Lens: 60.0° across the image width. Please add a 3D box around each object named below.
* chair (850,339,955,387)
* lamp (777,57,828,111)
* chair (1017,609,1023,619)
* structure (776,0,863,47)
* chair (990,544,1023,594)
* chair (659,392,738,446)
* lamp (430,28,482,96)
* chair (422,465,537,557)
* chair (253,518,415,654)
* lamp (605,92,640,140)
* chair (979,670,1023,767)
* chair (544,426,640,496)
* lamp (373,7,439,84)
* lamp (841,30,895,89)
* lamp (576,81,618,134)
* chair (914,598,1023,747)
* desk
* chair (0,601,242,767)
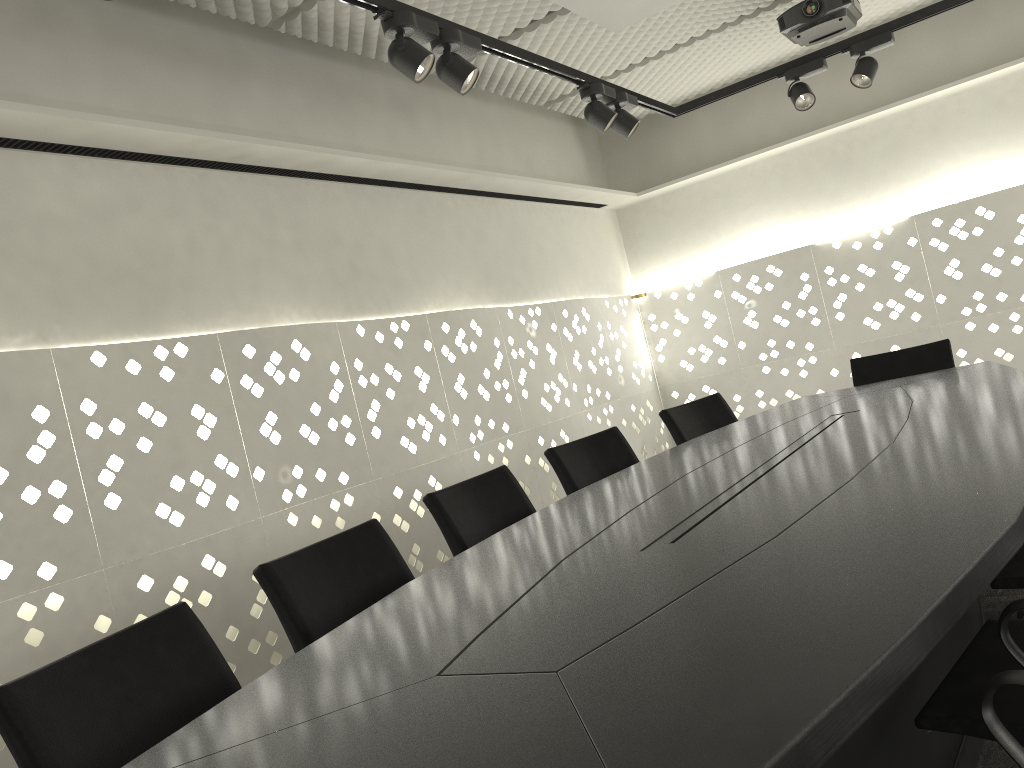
[{"bbox_3d":[1.685,0.236,3.700,0.559,0.757,0.579,-14,0,37],"label":"chair"},{"bbox_3d":[1.288,-1.323,3.911,0.213,0.224,0.126,-14,0,35],"label":"lamp"},{"bbox_3d":[1.605,0.251,2.391,0.579,0.757,0.559,-14,0,32],"label":"chair"},{"bbox_3d":[1.443,-1.707,4.145,0.327,0.144,0.371,-14,0,32],"label":"structure"},{"bbox_3d":[1.288,0.326,1.805,0.579,0.757,0.559,-14,0,37],"label":"chair"},{"bbox_3d":[0.989,0.404,3.612,0.559,0.757,0.579,-13,0,-38],"label":"chair"},{"bbox_3d":[-0.160,-0.977,2.669,0.126,0.224,0.213,-14,0,35],"label":"lamp"},{"bbox_3d":[0.130,0.608,2.560,0.579,0.757,0.559,-14,0,37],"label":"chair"},{"bbox_3d":[-0.164,0.677,1.934,0.579,0.757,0.559,-14,0,32],"label":"chair"},{"bbox_3d":[0.468,-1.126,3.690,0.126,0.224,0.213,-14,0,35],"label":"lamp"},{"bbox_3d":[0.464,0.522,0.733,0.559,0.757,0.579,-13,0,-38],"label":"chair"},{"bbox_3d":[0.499,0.521,3.073,0.559,0.757,0.579,-13,0,-43],"label":"chair"},{"bbox_3d":[-0.276,-0.950,2.481,0.126,0.224,0.213,-14,0,35],"label":"lamp"},{"bbox_3d":[1.527,-1.381,3.767,0.214,0.224,0.118,-14,0,21],"label":"lamp"},{"bbox_3d":[0.352,-1.098,3.501,0.126,0.224,0.213,-14,0,35],"label":"lamp"},{"bbox_3d":[0.907,0.416,1.255,0.559,0.757,0.579,-13,0,-43],"label":"chair"},{"bbox_3d":[0.749,0.510,2.207,1.223,0.658,3.364,-14,0,32],"label":"desk"},{"bbox_3d":[-0.374,0.726,1.359,0.579,0.757,0.559,-14,0,22],"label":"chair"}]
